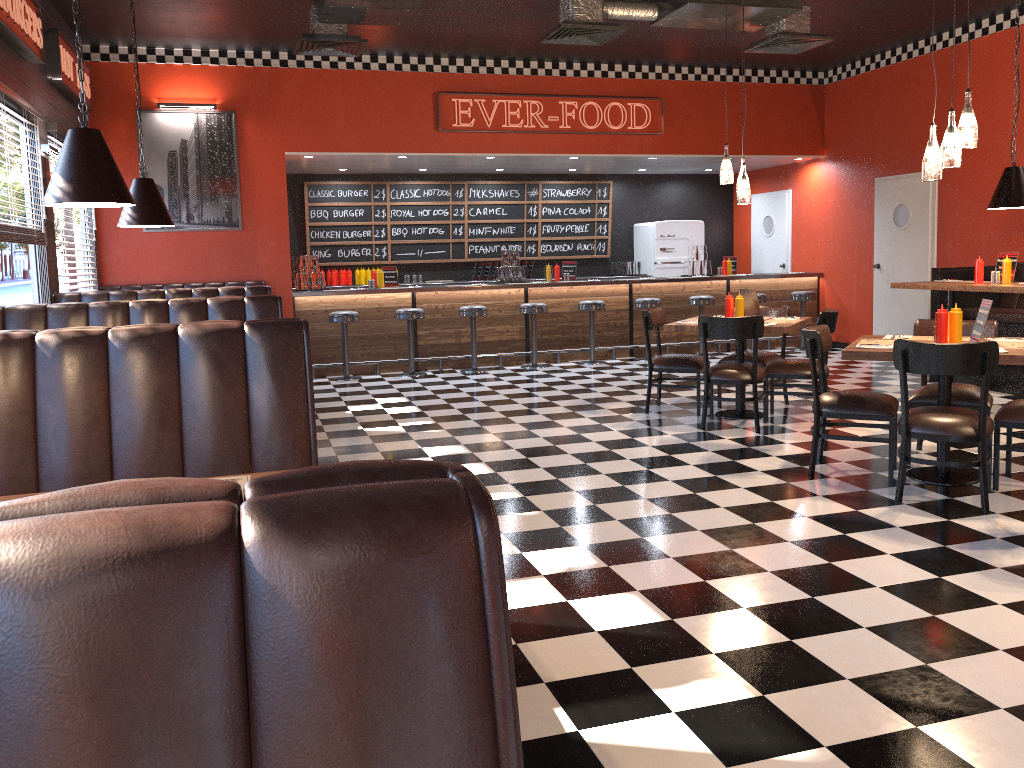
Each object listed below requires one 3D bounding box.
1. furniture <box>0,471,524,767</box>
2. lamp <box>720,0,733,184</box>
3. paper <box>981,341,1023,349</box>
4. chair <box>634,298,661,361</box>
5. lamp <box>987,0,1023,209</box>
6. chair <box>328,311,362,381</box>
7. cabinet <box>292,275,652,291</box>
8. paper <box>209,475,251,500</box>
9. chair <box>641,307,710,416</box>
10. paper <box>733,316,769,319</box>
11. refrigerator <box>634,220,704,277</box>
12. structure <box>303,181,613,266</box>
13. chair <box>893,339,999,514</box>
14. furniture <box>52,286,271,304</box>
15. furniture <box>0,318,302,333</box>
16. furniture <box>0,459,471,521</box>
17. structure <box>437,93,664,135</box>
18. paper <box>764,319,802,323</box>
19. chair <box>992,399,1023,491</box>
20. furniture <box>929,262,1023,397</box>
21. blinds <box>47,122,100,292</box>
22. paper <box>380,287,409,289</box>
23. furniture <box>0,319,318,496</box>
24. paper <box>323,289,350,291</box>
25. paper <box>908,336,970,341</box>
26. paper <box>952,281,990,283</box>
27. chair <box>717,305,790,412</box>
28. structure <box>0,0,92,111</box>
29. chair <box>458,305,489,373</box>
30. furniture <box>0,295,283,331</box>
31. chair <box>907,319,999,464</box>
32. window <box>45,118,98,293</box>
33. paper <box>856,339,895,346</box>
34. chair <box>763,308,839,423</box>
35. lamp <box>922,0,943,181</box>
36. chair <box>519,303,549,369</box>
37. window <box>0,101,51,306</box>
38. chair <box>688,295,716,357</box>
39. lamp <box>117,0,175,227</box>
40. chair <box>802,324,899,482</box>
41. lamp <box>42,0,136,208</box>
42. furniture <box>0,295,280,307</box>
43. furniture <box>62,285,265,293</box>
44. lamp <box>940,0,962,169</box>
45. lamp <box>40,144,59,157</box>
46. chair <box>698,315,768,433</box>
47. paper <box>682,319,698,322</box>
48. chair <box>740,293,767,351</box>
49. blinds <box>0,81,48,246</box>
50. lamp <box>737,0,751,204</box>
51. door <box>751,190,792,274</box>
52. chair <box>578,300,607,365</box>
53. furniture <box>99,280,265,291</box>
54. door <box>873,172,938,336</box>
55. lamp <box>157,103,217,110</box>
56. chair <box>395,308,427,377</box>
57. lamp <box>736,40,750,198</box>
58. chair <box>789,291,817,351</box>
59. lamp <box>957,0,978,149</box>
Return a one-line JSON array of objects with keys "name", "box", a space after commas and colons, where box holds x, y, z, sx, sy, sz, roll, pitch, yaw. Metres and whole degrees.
[{"name": "furniture", "box": [-0.737, 0.748, 0.328, 1.710, 1.149, 0.709, -4, 7, -16]}, {"name": "lamp", "box": [1.708, -2.591, 7.068, 0.108, 1.957, 0.109, -4, 6, -25]}, {"name": "paper", "box": [2.772, -0.219, 4.969, 0.261, 0.001, 0.367, 3, 9, 29]}, {"name": "chair", "box": [1.706, -0.693, 11.125, 0.348, 0.771, 0.350, 2, 7, 28]}, {"name": "lamp", "box": [4.098, -2.462, 7.197, 0.382, 2.035, 0.383, 1, 6, 25]}, {"name": "chair", "box": [-1.893, -0.439, 10.060, 0.348, 0.771, 0.350, 2, 7, 28]}, {"name": "cabinet", "box": [-0.528, -0.983, 12.776, 5.288, 0.995, 0.678, -4, 7, -16]}, {"name": "paper", "box": [-0.853, 0.277, 2.238, 0.365, 0.001, 0.262, -4, 9, -15]}, {"name": "chair", "box": [1.374, -0.207, 7.512, 0.544, 0.863, 0.488, 1, 7, 23]}, {"name": "paper", "box": [1.979, -0.555, 7.440, 0.365, 0.001, 0.262, 3, 10, 31]}, {"name": "refrigerator", "box": [2.409, -1.575, 13.507, 0.803, 1.795, 0.853, -3, 6, -16]}, {"name": "structure", "box": [-0.671, -2.351, 12.854, 4.546, 1.141, 0.201, -4, 6, -16]}, {"name": "chair", "box": [2.276, 0.182, 4.661, 0.486, 0.863, 0.547, 2, 7, 28]}, {"name": "furniture", "box": [-2.795, -0.185, 7.164, 1.710, 1.149, 0.709, -4, 7, -16]}, {"name": "furniture", "box": [-1.626, 0.345, 3.280, 1.710, 1.149, 0.709, -4, 7, -16]}, {"name": "furniture", "box": [-0.940, 0.656, 1.001, 1.710, 1.149, 0.709, -4, 7, -16]}, {"name": "structure", "box": [0.511, -3.257, 10.724, 2.877, 0.437, 0.122, -4, 6, -16]}, {"name": "paper", "box": [2.129, -0.494, 6.988, 0.261, 0.001, 0.367, 3, 9, 28]}, {"name": "chair", "box": [2.958, 0.140, 4.819, 0.545, 0.863, 0.488, 3, 8, 37]}, {"name": "furniture", "box": [5.909, -0.070, 4.726, 1.105, 1.144, 8.796, -4, 8, -16]}, {"name": "blinds", "box": [-4.066, -1.479, 8.292, 0.099, 1.627, 1.877, -3, 7, -16]}, {"name": "paper", "box": [-1.384, -1.147, 10.594, 0.365, 0.001, 0.262, -4, 9, -15]}, {"name": "furniture", "box": [-1.423, 0.437, 2.607, 1.710, 1.149, 0.709, -4, 7, -16]}, {"name": "paper", "box": [-2.027, -1.099, 10.389, 0.365, 0.001, 0.262, -4, 9, -15]}, {"name": "paper", "box": [2.620, -0.278, 5.405, 0.365, 0.001, 0.262, 3, 9, 27]}, {"name": "paper", "box": [4.144, -0.921, 7.987, 0.261, 0.001, 0.367, -4, 8, -14]}, {"name": "chair", "box": [2.093, -0.242, 7.619, 0.487, 0.863, 0.546, 4, 8, 40]}, {"name": "structure", "box": [-2.667, -2.225, 3.528, 0.120, 0.436, 11.312, -3, 8, -16]}, {"name": "chair", "box": [-0.453, -0.541, 10.486, 0.349, 0.771, 0.350, 2, 7, 33]}, {"name": "furniture", "box": [-2.109, 0.126, 4.885, 1.710, 1.149, 0.709, -4, 7, -16]}, {"name": "chair", "box": [2.748, 0.042, 5.536, 0.487, 0.863, 0.547, 2, 8, 31]}, {"name": "window", "box": [-4.138, -1.453, 8.270, 0.127, 1.706, 2.036, -3, 7, -16]}, {"name": "paper", "box": [2.199, -0.245, 5.255, 0.261, 0.001, 0.367, 2, 9, 26]}, {"name": "chair", "box": [2.267, -0.148, 6.938, 0.544, 0.863, 0.488, 1, 7, 23]}, {"name": "lamp", "box": [2.357, -2.127, 4.932, 0.108, 1.957, 0.109, -2, 6, -5]}, {"name": "chair", "box": [0.267, -0.591, 10.699, 0.348, 0.771, 0.350, 1, 7, 23]}, {"name": "window", "box": [-3.452, -1.141, 5.991, 0.127, 1.706, 2.036, -3, 7, -16]}, {"name": "chair", "box": [2.426, -0.744, 11.338, 0.348, 0.771, 0.350, -3, 6, -16]}, {"name": "lamp", "box": [-2.608, -2.126, 6.154, 0.382, 2.035, 0.383, 2, 7, 32]}, {"name": "chair", "box": [2.027, 0.092, 5.329, 0.545, 0.863, 0.488, 2, 7, 25]}, {"name": "lamp", "box": [-1.921, -1.814, 3.872, 0.383, 2.035, 0.383, -6, 7, -35]}, {"name": "furniture", "box": [-2.312, 0.034, 5.558, 1.710, 1.149, 0.709, -4, 7, -16]}, {"name": "furniture", "box": [-2.998, -0.277, 7.837, 1.710, 1.149, 0.709, -4, 7, -16]}, {"name": "lamp", "box": [2.404, -2.171, 4.813, 0.108, 1.957, 0.109, 1, 6, 25]}, {"name": "lamp", "box": [-3.717, -1.872, 7.105, 0.081, 0.056, 0.336, -4, 8, -16]}, {"name": "chair", "box": [1.691, -0.106, 6.754, 0.486, 0.863, 0.547, 1, 7, 23]}, {"name": "paper", "box": [1.538, -0.523, 7.301, 0.261, 0.001, 0.367, 3, 9, 28]}, {"name": "chair", "box": [3.146, -0.794, 11.551, 0.348, 0.771, 0.350, -3, 6, -11]}, {"name": "blinds", "box": [-3.387, -1.462, 5.982, 0.099, 1.034, 1.877, -3, 8, -16]}, {"name": "lamp", "box": [1.816, -2.404, 6.945, 0.108, 1.957, 0.109, 2, 7, 30]}, {"name": "door", "box": [3.851, -1.767, 13.256, 0.161, 2.169, 1.030, -3, 6, -16]}, {"name": "chair", "box": [0.986, -0.642, 10.912, 0.348, 0.771, 0.350, 2, 7, 28]}, {"name": "furniture", "box": [-3.484, -0.498, 9.451, 1.710, 1.149, 0.709, -4, 7, -16]}, {"name": "door", "box": [4.657, -1.401, 10.577, 0.161, 2.169, 1.030, -3, 6, -16]}, {"name": "lamp", "box": [-3.503, -2.994, 9.557, 0.611, 0.056, 0.081, -4, 8, -16]}, {"name": "chair", "box": [-1.173, -0.490, 10.273, 0.349, 0.771, 0.350, 2, 7, 33]}, {"name": "lamp", "box": [1.840, -2.481, 7.059, 0.108, 1.957, 0.109, -5, 7, -29]}, {"name": "chair", "box": [3.866, -0.845, 11.764, 0.348, 0.771, 0.350, 2, 7, 28]}, {"name": "lamp", "box": [2.519, -2.293, 4.858, 0.109, 1.957, 0.108, -7, 8, -44]}]
